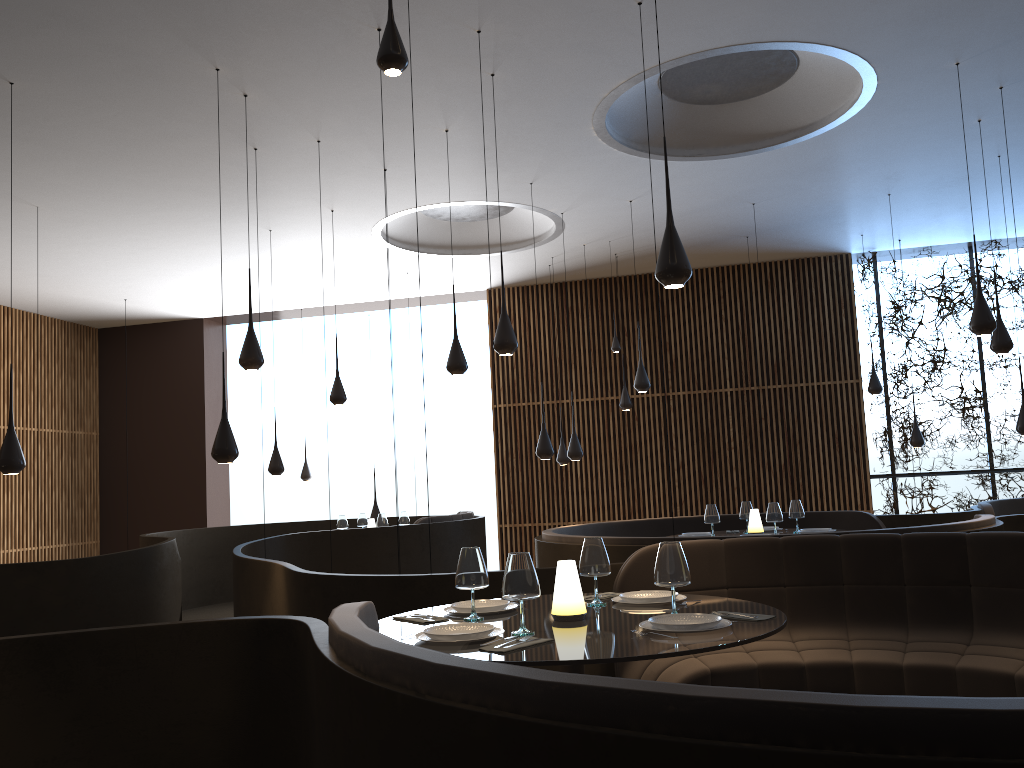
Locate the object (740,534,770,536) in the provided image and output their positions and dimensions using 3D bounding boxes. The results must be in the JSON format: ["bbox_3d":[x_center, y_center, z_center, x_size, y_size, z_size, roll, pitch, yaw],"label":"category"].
[{"bbox_3d":[2.067,1.295,7.522,0.263,0.029,0.263,-6,-7,28],"label":"object"}]

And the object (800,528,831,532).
[{"bbox_3d":[2.711,1.309,7.911,0.263,0.029,0.264,-4,-7,8],"label":"object"}]

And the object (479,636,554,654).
[{"bbox_3d":[0.017,0.889,3.022,0.127,0.017,0.262,-9,-9,42],"label":"object"}]

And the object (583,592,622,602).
[{"bbox_3d":[0.420,1.005,4.185,0.262,0.017,0.127,3,-9,-43],"label":"object"}]

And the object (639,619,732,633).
[{"bbox_3d":[0.628,0.875,3.213,0.332,0.014,0.333,0,-7,-22],"label":"object"}]

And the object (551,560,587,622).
[{"bbox_3d":[0.225,0.829,3.571,0.142,0.231,0.145,-1,-6,-13],"label":"object"}]

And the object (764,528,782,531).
[{"bbox_3d":[2.433,1.404,8.530,0.332,0.014,0.332,-5,-7,21],"label":"object"}]

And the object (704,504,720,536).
[{"bbox_3d":[1.799,1.233,7.970,0.142,0.294,0.142,0,-6,-26],"label":"object"}]

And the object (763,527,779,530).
[{"bbox_3d":[2.432,1.395,8.531,0.263,0.029,0.264,0,-7,-21],"label":"object"}]

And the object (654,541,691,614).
[{"bbox_3d":[0.625,0.766,3.458,0.142,0.294,0.142,0,-6,-31],"label":"object"}]

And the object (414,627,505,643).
[{"bbox_3d":[-0.192,0.918,3.240,0.332,0.014,0.333,-2,-7,-5],"label":"object"}]

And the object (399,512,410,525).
[{"bbox_3d":[-1.363,1.763,11.209,0.142,0.294,0.142,-1,-6,-20],"label":"object"}]

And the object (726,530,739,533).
[{"bbox_3d":[2.146,1.436,8.620,0.126,0.017,0.262,-4,-7,14],"label":"object"}]

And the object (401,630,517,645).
[{"bbox_3d":[-0.196,0.919,3.242,0.411,0.012,0.204,-8,-8,38],"label":"object"}]

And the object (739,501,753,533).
[{"bbox_3d":[2.231,1.263,8.414,0.142,0.294,0.142,-1,-6,-21],"label":"object"}]

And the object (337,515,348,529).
[{"bbox_3d":[-2.099,1.773,10.981,0.142,0.294,0.142,-4,-5,10],"label":"object"}]

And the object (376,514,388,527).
[{"bbox_3d":[-1.561,1.711,10.678,0.142,0.294,0.142,-4,-6,15],"label":"object"}]

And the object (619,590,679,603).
[{"bbox_3d":[0.611,0.952,3.955,0.263,0.029,0.263,3,-9,-39],"label":"object"}]

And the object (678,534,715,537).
[{"bbox_3d":[1.698,1.397,8.163,0.332,0.014,0.333,-1,-7,-12],"label":"object"}]

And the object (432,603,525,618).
[{"bbox_3d":[-0.136,0.996,3.922,0.411,0.012,0.205,3,-9,-42],"label":"object"}]

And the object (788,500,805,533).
[{"bbox_3d":[2.612,1.212,8.135,0.142,0.294,0.142,-6,-6,34],"label":"object"}]

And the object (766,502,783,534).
[{"bbox_3d":[2.265,1.172,7.647,0.142,0.294,0.142,-1,-6,-17],"label":"object"}]

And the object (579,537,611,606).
[{"bbox_3d":[0.372,0.837,3.963,0.142,0.294,0.142,-4,-6,12],"label":"object"}]

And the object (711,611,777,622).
[{"bbox_3d":[0.866,0.892,3.399,0.126,0.017,0.262,3,-9,-41],"label":"object"}]

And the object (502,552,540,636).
[{"bbox_3d":[0.034,0.773,3.272,0.142,0.294,0.142,-6,-6,30],"label":"object"}]

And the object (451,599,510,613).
[{"bbox_3d":[-0.140,0.984,3.920,0.263,0.029,0.263,-5,-7,17],"label":"object"}]

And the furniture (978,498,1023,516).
[{"bbox_3d":[7.058,1.679,9.111,3.790,1.045,3.894,-2,-7,-11],"label":"furniture"}]

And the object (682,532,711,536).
[{"bbox_3d":[1.698,1.388,8.164,0.263,0.029,0.263,-6,-7,26],"label":"object"}]

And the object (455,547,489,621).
[{"bbox_3d":[-0.166,0.832,3.700,0.142,0.294,0.142,0,-6,-28],"label":"object"}]

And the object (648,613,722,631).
[{"bbox_3d":[0.627,0.865,3.214,0.263,0.029,0.264,-2,-7,-3],"label":"object"}]

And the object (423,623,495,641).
[{"bbox_3d":[-0.192,0.908,3.241,0.263,0.029,0.264,2,-8,-37],"label":"object"}]

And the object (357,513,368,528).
[{"bbox_3d":[-1.922,1.815,11.420,0.142,0.294,0.142,-1,-6,-14],"label":"object"}]

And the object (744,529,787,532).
[{"bbox_3d":[2.437,1.405,8.530,0.411,0.012,0.205,-4,-7,10],"label":"object"}]

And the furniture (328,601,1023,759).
[{"bbox_3d":[1.161,1.146,2.338,3.935,1.045,1.985,-4,-6,9],"label":"furniture"}]

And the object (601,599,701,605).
[{"bbox_3d":[0.615,0.962,3.951,0.411,0.012,0.204,-9,-9,42],"label":"object"}]

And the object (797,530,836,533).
[{"bbox_3d":[2.712,1.319,7.910,0.332,0.014,0.332,-7,-8,30],"label":"object"}]

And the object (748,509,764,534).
[{"bbox_3d":[2.210,1.253,8.057,0.144,0.231,0.142,-6,-6,28],"label":"object"}]

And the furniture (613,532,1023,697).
[{"bbox_3d":[1.773,1.348,4.650,2.533,1.058,0.933,-5,-6,18],"label":"furniture"}]

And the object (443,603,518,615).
[{"bbox_3d":[-0.139,0.994,3.919,0.332,0.014,0.332,-4,-7,14],"label":"object"}]

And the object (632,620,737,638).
[{"bbox_3d":[0.625,0.876,3.210,0.205,0.012,0.411,-9,-9,44],"label":"object"}]

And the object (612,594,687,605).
[{"bbox_3d":[0.611,0.961,3.954,0.332,0.014,0.332,3,-9,-43],"label":"object"}]

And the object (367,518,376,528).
[{"bbox_3d":[-1.748,1.794,11.047,0.142,0.231,0.144,-6,-7,33],"label":"object"}]

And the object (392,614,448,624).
[{"bbox_3d":[-0.389,0.994,3.748,0.126,0.017,0.262,2,-8,-38],"label":"object"}]
